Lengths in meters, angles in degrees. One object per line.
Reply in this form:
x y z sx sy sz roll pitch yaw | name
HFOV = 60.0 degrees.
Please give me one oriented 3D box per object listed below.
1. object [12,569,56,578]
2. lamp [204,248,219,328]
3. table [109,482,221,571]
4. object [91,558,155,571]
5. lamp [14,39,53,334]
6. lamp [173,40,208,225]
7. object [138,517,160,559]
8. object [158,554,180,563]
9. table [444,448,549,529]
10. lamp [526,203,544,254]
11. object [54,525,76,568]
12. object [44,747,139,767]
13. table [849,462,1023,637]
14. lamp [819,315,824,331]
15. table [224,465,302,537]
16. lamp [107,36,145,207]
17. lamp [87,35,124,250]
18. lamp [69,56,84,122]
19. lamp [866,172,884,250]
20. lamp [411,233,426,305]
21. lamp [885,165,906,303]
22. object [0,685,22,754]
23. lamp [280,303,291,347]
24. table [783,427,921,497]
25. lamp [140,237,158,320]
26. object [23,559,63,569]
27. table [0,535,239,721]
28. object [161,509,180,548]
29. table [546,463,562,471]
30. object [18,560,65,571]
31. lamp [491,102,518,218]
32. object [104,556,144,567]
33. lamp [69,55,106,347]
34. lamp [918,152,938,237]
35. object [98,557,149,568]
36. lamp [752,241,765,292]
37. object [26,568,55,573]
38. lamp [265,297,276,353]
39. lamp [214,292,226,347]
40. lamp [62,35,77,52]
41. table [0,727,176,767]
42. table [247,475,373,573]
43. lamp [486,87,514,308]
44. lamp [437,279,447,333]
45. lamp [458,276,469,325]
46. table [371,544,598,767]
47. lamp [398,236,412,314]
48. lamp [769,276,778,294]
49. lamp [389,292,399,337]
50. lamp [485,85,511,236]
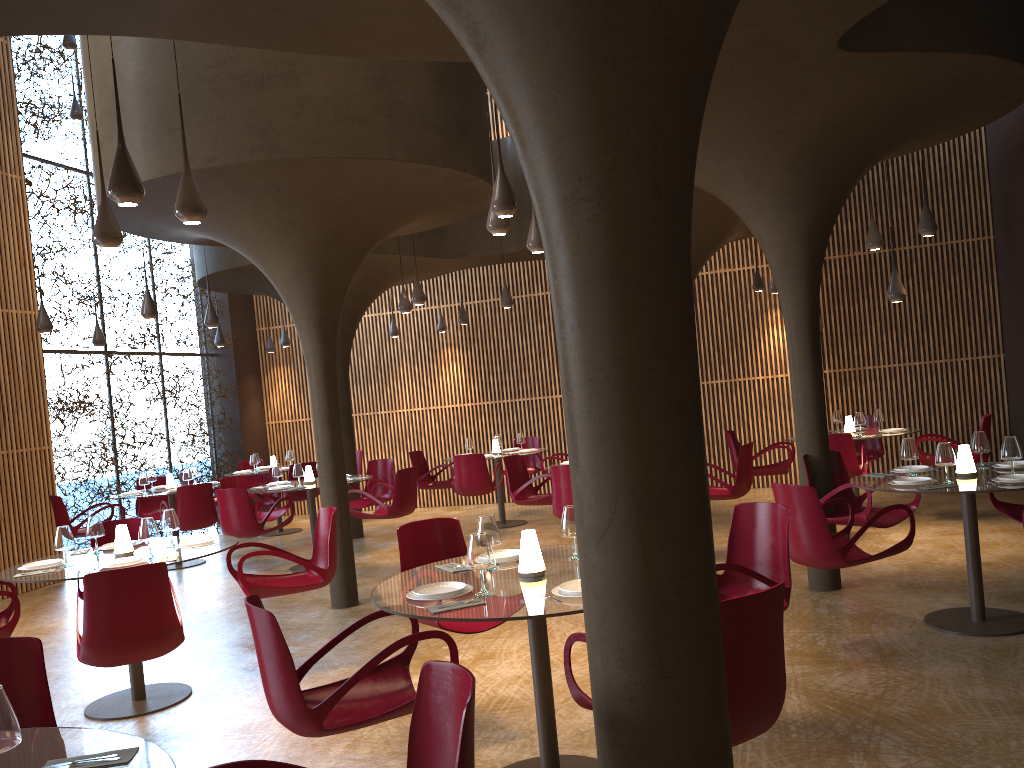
-3.360 1.335 6.240 0.261 0.017 0.126 -5 -1 -21 | object
-4.320 -3.882 11.844 0.195 6.279 0.196 -6 1 -29 | lamp
-4.972 2.117 13.077 1.670 1.131 1.674 -5 0 -32 | table
-2.750 1.271 6.275 0.410 0.012 0.204 -5 -1 -20 | object
-5.945 -3.738 10.664 0.196 6.279 0.196 -6 1 -9 | lamp
-2.290 -4.129 5.472 0.196 6.279 0.195 -5 1 21 | lamp
-2.654 1.125 6.482 0.142 0.295 0.142 -6 1 -28 | object
-2.451 1.250 6.340 0.126 0.017 0.262 -5 -1 -16 | object
-0.193 1.672 14.045 1.674 1.131 1.670 -5 0 25 | table
-0.061 -4.319 7.989 0.195 6.279 0.196 -6 1 -39 | lamp
-3.248 1.181 6.441 0.142 0.295 0.142 -5 1 12 | object
-1.234 1.102 2.577 0.262 0.017 0.126 -5 0 -10 | object
3.511 1.258 6.756 1.671 1.131 1.673 -5 0 -16 | table
3.364 -3.744 10.631 0.195 6.279 0.196 -6 1 -29 | lamp
-4.129 2.059 15.593 1.670 1.131 1.674 -5 0 -32 | table
-2.432 -4.121 4.871 0.195 6.279 0.196 -6 1 -39 | lamp
-3.055 -4.052 6.014 0.196 6.279 0.195 -5 1 21 | lamp
-6.517 -5.331 12.971 0.195 2.963 0.196 -6 1 -39 | lamp
3.895 -4.675 10.169 0.195 6.279 0.196 -6 1 -29 | lamp
-1.499 -4.153 11.442 0.195 6.279 0.196 -6 1 -39 | lamp
3.868 -4.012 9.529 0.195 6.279 0.196 -6 1 -29 | lamp
-1.408 0.972 2.398 0.142 0.295 0.142 -5 1 0 | object
-4.531 -3.821 16.542 0.196 6.279 0.195 -5 1 41 | lamp
4.451 1.210 11.537 1.674 1.131 1.670 -5 0 36 | table
-4.512 -3.877 10.271 0.195 6.279 0.196 -6 1 -29 | lamp
-3.452 1.329 6.528 0.263 0.029 0.263 -5 0 -11 | object
-2.899 1.866 6.760 1.671 1.131 1.673 -5 0 -20 | table
-2.678 1.132 6.955 0.142 0.295 0.141 -5 1 30 | object
1.292 1.503 10.733 1.674 1.131 1.670 -5 0 35 | table
-3.451 1.339 6.529 0.331 0.014 0.332 -5 -1 -21 | object
-0.343 -4.307 6.201 0.196 6.279 0.196 -5 1 1 | lamp
-2.746 1.260 6.276 0.263 0.029 0.263 -5 0 -19 | object
-6.384 -3.676 13.023 0.196 6.279 0.195 -5 1 41 | lamp
4.151 -4.706 9.410 0.195 6.279 0.196 -6 1 -29 | lamp
-2.746 1.270 6.277 0.332 0.014 0.331 -6 -1 36 | object
3.685 -4.620 14.239 0.196 6.279 0.195 -5 1 31 | lamp
-3.454 1.340 6.533 0.204 0.012 0.411 -5 -1 -25 | object
-5.104 -3.758 17.618 0.196 6.279 0.195 -5 1 41 | lamp
-5.278 -3.763 15.111 0.196 6.279 0.195 -5 1 41 | lamp
-6.236 -5.732 12.276 0.195 2.225 0.196 -6 1 -39 | lamp
-1.632 1.706 2.124 1.671 1.131 1.673 -5 0 -15 | table
-2.647 1.886 11.850 1.674 1.131 1.670 -5 0 35 | table
-0.364 -4.247 13.011 0.196 6.279 0.195 -5 1 31 | lamp
-1.603 -4.098 16.603 0.196 6.279 0.195 -5 1 41 | lamp
-1.127 -4.155 15.290 0.196 6.279 0.195 -5 1 31 | lamp
0.160 1.558 4.633 1.670 1.131 1.673 -5 0 -23 | table
-1.785 -4.118 12.362 0.195 6.279 0.196 -6 1 -39 | lamp
4.170 -4.660 14.956 0.196 6.279 0.195 -5 1 41 | lamp
-2.512 -4.011 16.685 0.196 6.279 0.195 -5 1 31 | lamp
-0.394 -4.297 6.900 0.196 6.279 0.195 -5 1 41 | lamp
